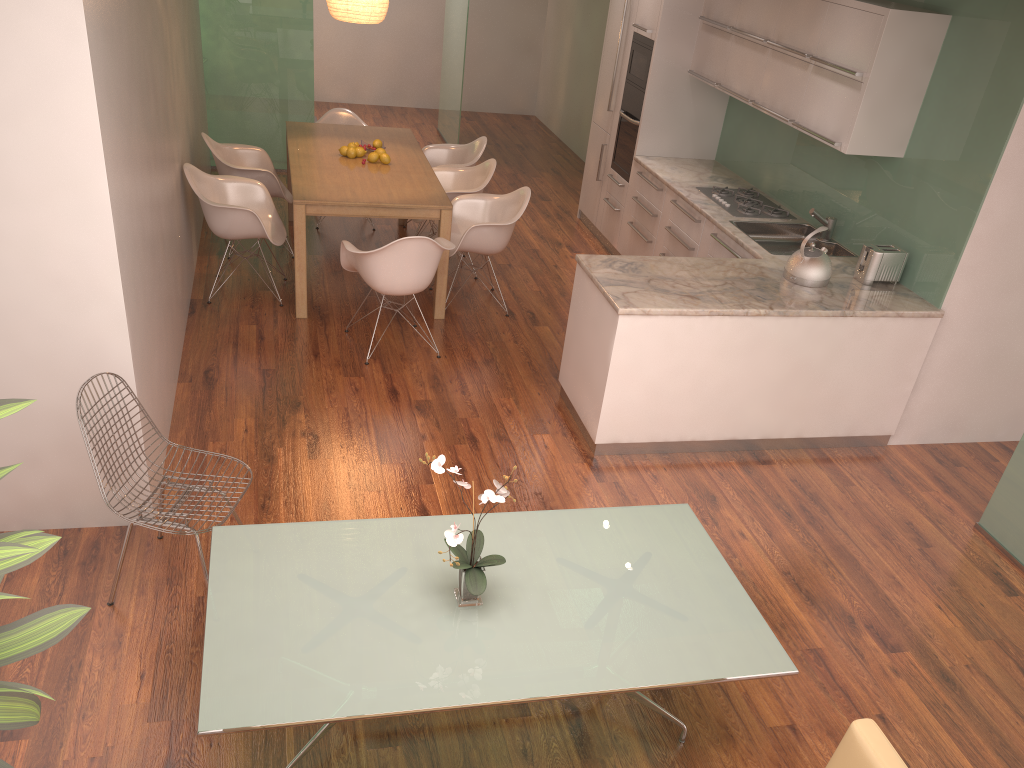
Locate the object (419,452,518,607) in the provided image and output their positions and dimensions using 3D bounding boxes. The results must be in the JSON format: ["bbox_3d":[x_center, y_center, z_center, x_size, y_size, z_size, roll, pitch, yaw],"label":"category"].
[{"bbox_3d":[-0.126,0.450,2.873,0.296,0.615,0.356,-5,33,-19],"label":"object"}]

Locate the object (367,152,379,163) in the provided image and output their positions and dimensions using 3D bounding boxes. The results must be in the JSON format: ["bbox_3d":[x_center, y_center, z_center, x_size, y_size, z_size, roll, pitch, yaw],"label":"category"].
[{"bbox_3d":[-1.014,-1.657,6.454,0.077,0.081,0.078,-17,38,-35],"label":"object"}]

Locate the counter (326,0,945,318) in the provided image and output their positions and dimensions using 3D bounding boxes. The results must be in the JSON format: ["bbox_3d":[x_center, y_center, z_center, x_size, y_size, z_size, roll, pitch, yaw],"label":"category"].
[{"bbox_3d":[0.565,-1.676,5.377,3.208,1.409,2.943,-1,31,-15],"label":"counter"}]

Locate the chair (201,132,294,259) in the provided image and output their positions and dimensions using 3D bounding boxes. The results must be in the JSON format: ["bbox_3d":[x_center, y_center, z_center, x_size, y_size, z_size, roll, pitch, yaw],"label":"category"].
[{"bbox_3d":[-2.017,-1.470,6.788,0.638,0.899,0.660,-7,34,-23],"label":"chair"}]

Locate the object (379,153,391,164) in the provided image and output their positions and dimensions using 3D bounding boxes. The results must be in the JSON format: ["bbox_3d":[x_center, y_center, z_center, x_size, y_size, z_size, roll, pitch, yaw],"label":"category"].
[{"bbox_3d":[-0.930,-1.650,6.462,0.077,0.081,0.077,-10,34,-26],"label":"object"}]

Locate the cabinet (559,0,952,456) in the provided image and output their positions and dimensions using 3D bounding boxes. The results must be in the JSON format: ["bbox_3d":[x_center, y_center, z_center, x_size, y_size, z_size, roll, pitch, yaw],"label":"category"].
[{"bbox_3d":[1.015,-1.619,6.231,1.909,2.378,4.073,-2,31,-15],"label":"cabinet"}]

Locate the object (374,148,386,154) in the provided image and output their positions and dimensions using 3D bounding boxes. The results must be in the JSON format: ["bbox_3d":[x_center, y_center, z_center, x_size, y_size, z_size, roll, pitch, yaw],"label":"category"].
[{"bbox_3d":[-0.981,-1.723,6.582,0.080,0.075,0.080,-7,33,-24],"label":"object"}]

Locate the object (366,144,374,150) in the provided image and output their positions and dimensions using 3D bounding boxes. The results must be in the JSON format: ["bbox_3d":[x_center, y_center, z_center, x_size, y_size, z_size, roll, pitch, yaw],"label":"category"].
[{"bbox_3d":[-1.083,-1.785,6.686,0.075,0.045,0.090,23,33,25],"label":"object"}]

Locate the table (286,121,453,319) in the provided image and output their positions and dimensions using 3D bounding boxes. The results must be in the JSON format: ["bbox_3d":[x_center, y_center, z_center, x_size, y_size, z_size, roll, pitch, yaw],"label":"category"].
[{"bbox_3d":[-1.166,-1.305,6.741,1.023,0.846,1.989,-1,31,-15],"label":"table"}]

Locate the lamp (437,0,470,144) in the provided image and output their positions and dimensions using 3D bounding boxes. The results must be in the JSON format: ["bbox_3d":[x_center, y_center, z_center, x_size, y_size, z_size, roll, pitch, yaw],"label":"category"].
[{"bbox_3d":[-0.876,-2.750,6.608,0.445,3.551,7.870,8,29,1],"label":"lamp"}]

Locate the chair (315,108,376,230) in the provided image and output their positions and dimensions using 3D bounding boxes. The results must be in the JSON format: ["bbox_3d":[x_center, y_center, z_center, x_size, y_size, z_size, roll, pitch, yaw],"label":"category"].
[{"bbox_3d":[-1.446,-1.852,7.603,0.681,0.899,0.618,-4,33,-19],"label":"chair"}]

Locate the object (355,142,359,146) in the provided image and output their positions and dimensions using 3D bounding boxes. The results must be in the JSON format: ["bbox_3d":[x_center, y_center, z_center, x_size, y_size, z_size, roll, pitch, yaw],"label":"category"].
[{"bbox_3d":[-1.179,-1.790,6.660,0.063,0.072,0.071,18,32,18],"label":"object"}]

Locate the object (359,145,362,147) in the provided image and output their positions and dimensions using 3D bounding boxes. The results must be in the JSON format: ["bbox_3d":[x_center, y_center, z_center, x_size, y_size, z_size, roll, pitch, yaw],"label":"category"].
[{"bbox_3d":[-1.130,-1.773,6.584,0.023,0.027,0.025,-13,36,-31],"label":"object"}]

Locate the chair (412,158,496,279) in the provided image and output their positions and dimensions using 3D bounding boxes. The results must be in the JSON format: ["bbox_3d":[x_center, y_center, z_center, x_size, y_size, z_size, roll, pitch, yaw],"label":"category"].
[{"bbox_3d":[-0.481,-1.323,6.880,0.640,0.899,0.658,-4,33,-19],"label":"chair"}]

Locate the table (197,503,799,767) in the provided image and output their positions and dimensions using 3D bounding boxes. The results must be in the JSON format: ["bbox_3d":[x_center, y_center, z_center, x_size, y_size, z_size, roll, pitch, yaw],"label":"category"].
[{"bbox_3d":[-0.102,0.972,3.185,1.866,0.585,0.902,-1,31,-14],"label":"table"}]

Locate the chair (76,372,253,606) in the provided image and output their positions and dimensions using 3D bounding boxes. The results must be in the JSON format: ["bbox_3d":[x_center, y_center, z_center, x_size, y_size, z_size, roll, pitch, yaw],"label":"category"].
[{"bbox_3d":[-1.356,0.423,3.513,0.560,0.940,0.520,9,31,3],"label":"chair"}]

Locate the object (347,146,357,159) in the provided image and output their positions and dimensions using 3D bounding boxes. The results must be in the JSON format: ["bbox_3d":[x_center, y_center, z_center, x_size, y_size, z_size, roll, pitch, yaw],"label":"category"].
[{"bbox_3d":[-1.179,-1.706,6.492,0.071,0.105,0.071,17,32,16],"label":"object"}]

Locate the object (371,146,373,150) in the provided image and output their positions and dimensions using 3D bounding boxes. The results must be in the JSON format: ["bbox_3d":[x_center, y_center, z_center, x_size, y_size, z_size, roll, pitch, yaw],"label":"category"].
[{"bbox_3d":[-1.072,-1.798,6.728,0.026,0.026,0.025,11,31,6],"label":"object"}]

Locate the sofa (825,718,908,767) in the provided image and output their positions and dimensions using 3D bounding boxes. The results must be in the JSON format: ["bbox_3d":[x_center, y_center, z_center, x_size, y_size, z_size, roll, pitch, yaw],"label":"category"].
[{"bbox_3d":[0.195,1.462,2.081,1.797,0.875,0.843,-1,31,-14],"label":"sofa"}]

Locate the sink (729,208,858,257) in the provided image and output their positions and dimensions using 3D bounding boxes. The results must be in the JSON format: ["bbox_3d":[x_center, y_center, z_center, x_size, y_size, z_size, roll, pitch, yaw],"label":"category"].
[{"bbox_3d":[1.814,-0.953,5.721,0.615,0.400,0.617,-1,31,-15],"label":"sink"}]

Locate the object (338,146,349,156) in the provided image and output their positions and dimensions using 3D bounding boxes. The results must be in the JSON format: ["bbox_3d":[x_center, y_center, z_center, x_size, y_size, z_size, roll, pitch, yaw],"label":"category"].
[{"bbox_3d":[-1.234,-1.721,6.521,0.080,0.075,0.080,-7,33,-24],"label":"object"}]

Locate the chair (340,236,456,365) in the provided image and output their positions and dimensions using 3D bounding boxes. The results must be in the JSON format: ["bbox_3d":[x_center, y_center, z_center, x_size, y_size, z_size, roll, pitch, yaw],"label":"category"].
[{"bbox_3d":[-0.733,-0.621,5.567,0.677,0.899,0.622,-10,35,-27],"label":"chair"}]

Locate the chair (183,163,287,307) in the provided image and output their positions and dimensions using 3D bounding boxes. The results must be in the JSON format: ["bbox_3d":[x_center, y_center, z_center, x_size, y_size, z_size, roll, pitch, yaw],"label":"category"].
[{"bbox_3d":[-1.880,-1.050,6.069,0.641,0.899,0.656,-2,32,-15],"label":"chair"}]

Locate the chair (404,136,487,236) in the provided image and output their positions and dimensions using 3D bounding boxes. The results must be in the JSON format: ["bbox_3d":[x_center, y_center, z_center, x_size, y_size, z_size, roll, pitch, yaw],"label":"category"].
[{"bbox_3d":[-0.567,-1.660,7.449,0.640,0.886,0.658,-4,33,-19],"label":"chair"}]

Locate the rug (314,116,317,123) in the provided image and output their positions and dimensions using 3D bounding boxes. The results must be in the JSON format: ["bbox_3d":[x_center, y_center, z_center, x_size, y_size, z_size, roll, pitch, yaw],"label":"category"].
[{"bbox_3d":[-2.798,-2.784,9.875,1.276,0.010,1.988,-1,30,-15],"label":"rug"}]

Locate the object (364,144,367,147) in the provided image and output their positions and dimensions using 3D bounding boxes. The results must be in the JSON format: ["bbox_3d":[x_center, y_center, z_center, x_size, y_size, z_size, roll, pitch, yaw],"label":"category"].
[{"bbox_3d":[-1.116,-1.805,6.700,0.026,0.027,0.022,5,31,-4],"label":"object"}]

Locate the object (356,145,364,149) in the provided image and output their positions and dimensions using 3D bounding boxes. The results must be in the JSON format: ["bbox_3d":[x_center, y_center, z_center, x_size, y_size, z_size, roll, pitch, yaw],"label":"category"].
[{"bbox_3d":[-1.133,-1.759,6.536,0.063,0.023,0.068,25,34,29],"label":"object"}]

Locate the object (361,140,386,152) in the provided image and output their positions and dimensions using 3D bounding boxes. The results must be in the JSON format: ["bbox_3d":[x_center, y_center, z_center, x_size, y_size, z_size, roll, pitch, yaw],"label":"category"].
[{"bbox_3d":[-1.056,-1.802,6.718,0.174,0.063,0.167,-1,30,-15],"label":"object"}]

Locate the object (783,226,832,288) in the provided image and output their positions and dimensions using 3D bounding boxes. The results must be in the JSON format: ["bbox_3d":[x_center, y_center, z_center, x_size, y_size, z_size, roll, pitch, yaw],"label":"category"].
[{"bbox_3d":[1.709,-0.736,5.009,0.262,0.319,0.251,7,31,0],"label":"object"}]

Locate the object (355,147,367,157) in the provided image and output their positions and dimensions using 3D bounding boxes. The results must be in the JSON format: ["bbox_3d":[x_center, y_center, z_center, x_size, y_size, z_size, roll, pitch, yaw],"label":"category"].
[{"bbox_3d":[-1.131,-1.717,6.541,0.077,0.078,0.082,28,36,31],"label":"object"}]

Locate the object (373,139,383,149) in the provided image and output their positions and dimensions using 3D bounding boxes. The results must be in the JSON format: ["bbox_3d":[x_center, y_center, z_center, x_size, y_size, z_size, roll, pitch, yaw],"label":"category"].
[{"bbox_3d":[-1.024,-1.825,6.719,0.081,0.075,0.078,-16,37,-34],"label":"object"}]

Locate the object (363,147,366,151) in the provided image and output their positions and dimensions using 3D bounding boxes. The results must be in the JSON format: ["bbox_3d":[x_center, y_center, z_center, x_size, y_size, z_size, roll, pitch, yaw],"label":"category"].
[{"bbox_3d":[-1.093,-1.744,6.546,0.025,0.027,0.024,31,38,34],"label":"object"}]

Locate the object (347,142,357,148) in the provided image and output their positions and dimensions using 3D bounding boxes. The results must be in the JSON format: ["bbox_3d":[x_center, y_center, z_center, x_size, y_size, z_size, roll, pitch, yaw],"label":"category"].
[{"bbox_3d":[-1.190,-1.757,6.563,0.074,0.098,0.072,3,31,-8],"label":"object"}]

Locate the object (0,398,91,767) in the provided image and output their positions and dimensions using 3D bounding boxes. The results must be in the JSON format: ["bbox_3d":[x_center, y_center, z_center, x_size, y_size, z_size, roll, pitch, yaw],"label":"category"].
[{"bbox_3d":[-1.168,0.950,1.325,0.966,2.198,1.034,5,31,-3],"label":"object"}]

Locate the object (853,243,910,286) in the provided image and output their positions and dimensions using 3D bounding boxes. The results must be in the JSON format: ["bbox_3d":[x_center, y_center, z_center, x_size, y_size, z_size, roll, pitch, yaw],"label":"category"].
[{"bbox_3d":[2.139,-0.694,5.139,0.236,0.211,0.147,-1,32,-14],"label":"object"}]

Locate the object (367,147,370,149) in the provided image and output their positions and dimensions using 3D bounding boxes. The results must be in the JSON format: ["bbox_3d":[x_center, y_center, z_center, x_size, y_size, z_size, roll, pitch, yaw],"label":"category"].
[{"bbox_3d":[-1.093,-1.804,6.736,0.025,0.027,0.025,14,31,11],"label":"object"}]

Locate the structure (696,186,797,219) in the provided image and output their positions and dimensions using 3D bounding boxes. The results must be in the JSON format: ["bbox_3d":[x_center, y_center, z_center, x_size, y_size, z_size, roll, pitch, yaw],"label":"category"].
[{"bbox_3d":[1.670,-1.314,6.315,0.488,0.040,0.649,-1,30,-15],"label":"structure"}]

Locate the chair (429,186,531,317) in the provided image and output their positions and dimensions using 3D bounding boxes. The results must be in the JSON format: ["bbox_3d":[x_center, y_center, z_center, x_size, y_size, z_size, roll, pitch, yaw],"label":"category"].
[{"bbox_3d":[-0.231,-0.985,6.335,0.640,0.899,0.658,-4,33,-19],"label":"chair"}]

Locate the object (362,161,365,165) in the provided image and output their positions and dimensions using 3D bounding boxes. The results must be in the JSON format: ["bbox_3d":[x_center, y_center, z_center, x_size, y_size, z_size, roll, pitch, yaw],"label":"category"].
[{"bbox_3d":[-1.077,-1.603,6.398,0.026,0.024,0.025,-5,33,-21],"label":"object"}]

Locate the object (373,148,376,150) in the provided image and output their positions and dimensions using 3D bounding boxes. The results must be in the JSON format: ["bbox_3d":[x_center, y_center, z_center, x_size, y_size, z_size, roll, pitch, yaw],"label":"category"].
[{"bbox_3d":[-1.041,-1.778,6.690,0.025,0.027,0.024,28,36,31],"label":"object"}]

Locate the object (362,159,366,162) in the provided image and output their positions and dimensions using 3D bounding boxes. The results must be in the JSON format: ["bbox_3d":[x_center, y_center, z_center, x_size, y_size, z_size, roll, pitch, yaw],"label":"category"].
[{"bbox_3d":[-1.080,-1.634,6.452,0.026,0.024,0.025,1,31,-11],"label":"object"}]
